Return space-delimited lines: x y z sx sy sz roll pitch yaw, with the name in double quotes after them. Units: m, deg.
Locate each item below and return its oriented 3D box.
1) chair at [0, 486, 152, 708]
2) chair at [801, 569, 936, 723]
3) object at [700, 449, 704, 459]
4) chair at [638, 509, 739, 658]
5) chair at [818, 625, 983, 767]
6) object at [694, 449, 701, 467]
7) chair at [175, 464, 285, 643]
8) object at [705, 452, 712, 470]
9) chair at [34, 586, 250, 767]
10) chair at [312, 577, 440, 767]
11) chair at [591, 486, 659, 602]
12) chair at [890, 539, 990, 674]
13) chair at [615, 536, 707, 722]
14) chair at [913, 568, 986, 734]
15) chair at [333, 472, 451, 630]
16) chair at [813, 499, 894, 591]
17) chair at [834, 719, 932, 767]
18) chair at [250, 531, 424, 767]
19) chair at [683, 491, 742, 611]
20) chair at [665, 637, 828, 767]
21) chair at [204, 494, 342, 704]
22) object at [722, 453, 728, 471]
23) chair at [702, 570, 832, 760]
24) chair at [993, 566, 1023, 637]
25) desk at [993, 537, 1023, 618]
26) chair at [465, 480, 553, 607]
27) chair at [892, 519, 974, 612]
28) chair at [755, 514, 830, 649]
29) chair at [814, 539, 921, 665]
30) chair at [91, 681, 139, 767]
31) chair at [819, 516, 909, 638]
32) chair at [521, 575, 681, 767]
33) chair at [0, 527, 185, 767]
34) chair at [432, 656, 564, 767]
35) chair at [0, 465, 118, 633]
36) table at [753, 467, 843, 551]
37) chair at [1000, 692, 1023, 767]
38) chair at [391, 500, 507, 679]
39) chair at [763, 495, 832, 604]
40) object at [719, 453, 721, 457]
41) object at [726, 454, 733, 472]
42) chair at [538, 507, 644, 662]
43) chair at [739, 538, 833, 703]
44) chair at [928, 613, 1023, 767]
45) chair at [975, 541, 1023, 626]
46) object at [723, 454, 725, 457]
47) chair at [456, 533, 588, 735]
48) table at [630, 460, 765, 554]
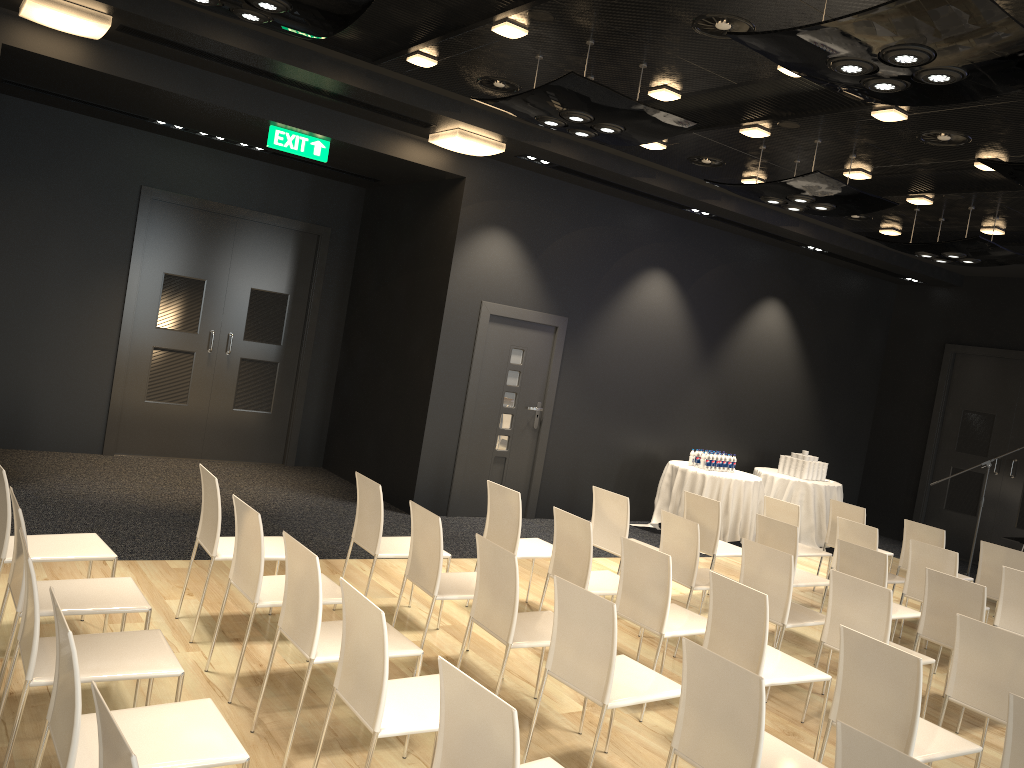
-1.842 0.908 3.713 0.548 0.872 0.420 8 3 -35 "chair"
1.988 1.492 4.882 0.548 0.872 0.420 8 3 -36 "chair"
2.114 0.830 9.893 0.062 0.202 0.062 11 3 34 "object"
1.241 1.320 5.915 0.548 0.872 0.420 8 3 -31 "chair"
1.615 1.485 3.706 0.548 0.872 0.420 8 3 -33 "chair"
2.065 0.824 9.857 0.062 0.202 0.062 11 3 33 "object"
-1.461 0.918 4.861 0.548 0.872 0.420 8 3 -32 "chair"
2.154 0.845 9.721 0.062 0.202 0.062 10 3 6 "object"
-1.116 1.078 2.641 0.548 0.872 0.420 8 3 -35 "chair"
-0.371 1.177 3.207 0.548 0.872 0.420 8 3 -33 "chair"
0.838 1.225 6.518 0.548 0.872 0.420 7 3 -38 "chair"
3.154 1.612 6.502 0.548 0.872 0.420 8 3 -34 "chair"
0.836 1.303 4.820 0.548 0.872 0.420 8 3 -37 "chair"
2.761 1.597 5.407 0.548 0.872 0.420 8 3 -35 "chair"
-0.708 1.017 5.432 0.548 0.872 0.420 8 3 -33 "chair"
3.173 1.538 8.176 0.548 0.872 0.420 8 3 -35 "chair"
1.200 1.465 2.626 0.548 0.872 0.420 8 3 -36 "chair"
-0.710 1.096 3.734 0.548 0.872 0.420 8 3 -35 "chair"
1.616 1.329 7.070 0.548 0.872 0.420 8 3 -37 "chair"
0.855 1.382 3.179 0.548 0.872 0.420 8 3 -34 "chair"
-1.086 1.008 4.263 0.548 0.872 0.420 8 3 -36 "chair"
2.370 0.874 9.880 0.062 0.202 0.062 11 3 31 "object"
1.207 1.388 4.316 0.548 0.872 0.420 8 3 -32 "chair"
3.537 1.700 5.982 0.548 0.872 0.420 7 3 -37 "chair"
5.421 1.981 7.883 0.950 0.760 1.800 8 3 -35 "desk"
0.082 1.124 5.968 0.548 0.872 0.420 8 3 -37 "chair"
3.600 1.636 7.590 0.548 0.872 0.420 8 3 -33 "chair"
2.027 1.425 6.473 0.548 0.872 0.420 8 3 -34 "chair"
2.425 1.516 5.948 0.548 0.872 0.420 8 3 -35 "chair"
-0.726 1.169 2.092 0.548 0.872 0.420 7 3 -38 "chair"
2.822 1.532 7.038 0.548 0.872 0.420 8 3 -33 "chair"
0.423 1.283 3.771 0.548 0.872 0.420 7 3 -38 "chair"
-1.499 0.991 3.162 0.548 0.872 0.420 8 3 -33 "chair"
0.033 1.271 2.620 0.548 0.872 0.420 7 3 -38 "chair"
-2.256 0.812 4.296 0.548 0.872 0.420 7 3 -39 "chair"
3.408 1.518 10.768 1.330 0.809 1.325 12 4 44 "table"
2.011 1.576 3.165 0.548 0.872 0.420 8 3 -34 "chair"
-0.308 1.113 4.815 0.548 0.872 0.420 8 3 -32 "chair"
2.408 1.436 7.621 0.548 0.872 0.420 8 3 -35 "chair"
2.323 0.871 9.939 0.054 0.186 0.054 8 3 -22 "object"
2.434 0.883 9.921 0.062 0.202 0.062 9 3 -4 "object"
0.498 1.222 5.363 0.548 0.872 0.420 8 3 -33 "chair"
1.639 1.411 5.390 0.548 0.872 0.420 8 3 -36 "chair"
2.393 1.587 4.295 0.548 0.872 0.420 8 3 -34 "chair"
3.960 1.721 7.050 0.548 0.872 0.420 8 3 -36 "chair"
2.384 0.879 9.979 0.054 0.186 0.054 8 3 -30 "object"
0.074 1.201 4.279 0.548 0.872 0.420 8 3 -32 "chair"
2.171 1.351 9.915 1.330 0.809 1.325 8 3 -36 "table"
